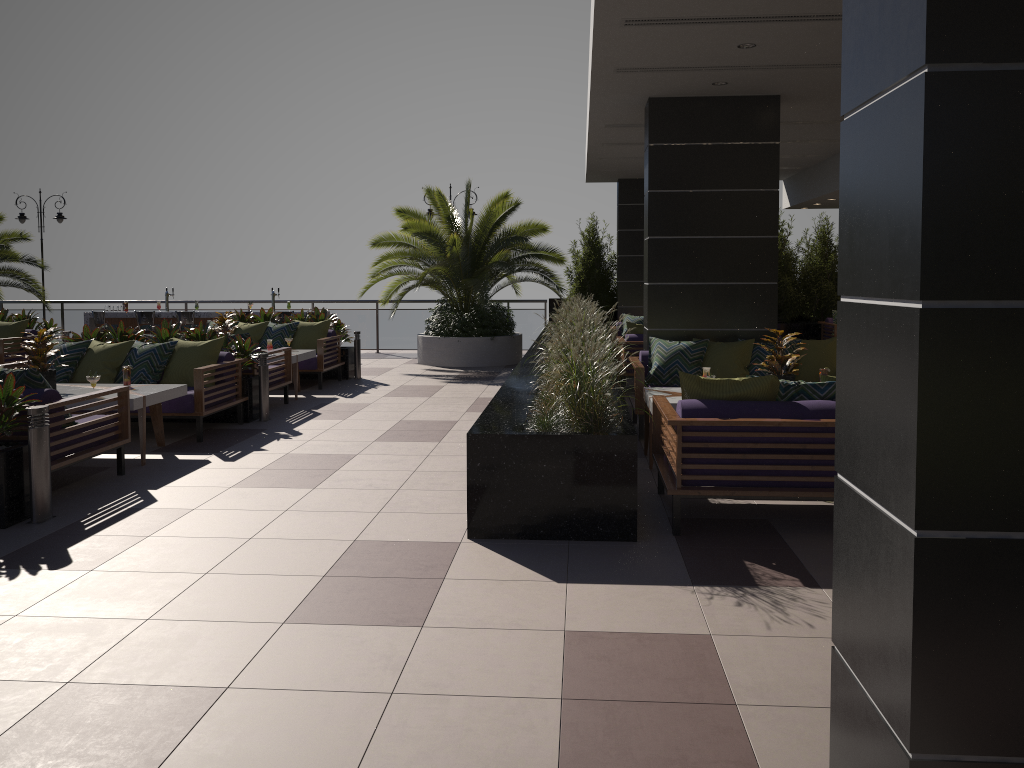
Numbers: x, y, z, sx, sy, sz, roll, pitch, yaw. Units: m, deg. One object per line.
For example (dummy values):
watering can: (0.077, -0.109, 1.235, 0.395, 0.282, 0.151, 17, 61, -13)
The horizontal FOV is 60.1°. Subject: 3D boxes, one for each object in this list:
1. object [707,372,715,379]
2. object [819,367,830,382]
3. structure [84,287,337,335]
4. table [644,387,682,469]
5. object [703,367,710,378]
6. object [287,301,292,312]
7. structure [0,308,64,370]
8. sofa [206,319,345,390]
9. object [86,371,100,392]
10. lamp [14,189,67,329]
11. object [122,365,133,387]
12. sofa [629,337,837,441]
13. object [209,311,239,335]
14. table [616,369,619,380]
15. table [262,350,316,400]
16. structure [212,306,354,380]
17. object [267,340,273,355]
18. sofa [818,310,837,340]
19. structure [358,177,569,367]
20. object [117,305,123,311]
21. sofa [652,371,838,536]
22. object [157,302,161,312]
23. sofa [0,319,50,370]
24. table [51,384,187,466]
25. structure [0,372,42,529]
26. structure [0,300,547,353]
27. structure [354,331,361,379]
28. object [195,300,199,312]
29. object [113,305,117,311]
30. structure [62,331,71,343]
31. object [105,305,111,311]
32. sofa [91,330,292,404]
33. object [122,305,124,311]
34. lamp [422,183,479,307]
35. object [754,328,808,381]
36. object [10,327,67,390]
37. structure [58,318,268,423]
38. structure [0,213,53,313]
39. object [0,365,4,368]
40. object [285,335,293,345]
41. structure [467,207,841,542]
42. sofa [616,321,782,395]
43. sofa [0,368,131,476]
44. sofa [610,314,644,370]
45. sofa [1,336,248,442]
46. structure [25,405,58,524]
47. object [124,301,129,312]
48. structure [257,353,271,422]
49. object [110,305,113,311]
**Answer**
object: (1.501, 0.014, 6.679, 0.069, 0.210, 0.069, -1, 4, -13)
object: (2.538, -0.039, 7.190, 0.084, 0.189, 0.067, 2, 4, 29)
structure: (-5.455, -1.089, 16.115, 4.400, 1.324, 0.808, 0, 4, 4)
table: (2.089, 0.366, 6.927, 2.036, 0.551, 0.946, 0, 6, 4)
object: (1.604, -0.044, 7.298, 0.069, 0.180, 0.069, -1, 4, -13)
object: (-3.957, -1.381, 15.713, 0.082, 0.197, 0.069, 3, 5, 41)
structure: (-7.973, -0.590, 13.505, 2.250, 1.168, 0.740, 0, 4, 6)
sofa: (-3.530, -0.444, 12.372, 2.125, 0.916, 1.124, 0, 5, 4)
object: (-3.341, -0.007, 7.068, 0.106, 0.196, 0.106, 3, 5, 37)
lamp: (-9.508, -2.291, 17.937, 1.122, 3.315, 0.265, 0, 3, 4)
object: (-3.306, -0.068, 7.610, 0.084, 0.189, 0.067, 2, 5, 34)
sofa: (2.210, 0.007, 8.406, 2.125, 0.916, 1.124, 0, 5, 4)
object: (-3.617, -0.655, 11.141, 0.425, 0.524, 0.432, 1, 5, 17)
table: (2.557, -0.351, 12.939, 2.036, 0.551, 0.946, 0, 6, 4)
table: (-3.617, -0.123, 11.210, 2.036, 0.551, 0.946, 0, 6, 4)
structure: (-3.467, -0.569, 13.189, 2.250, 1.168, 0.740, 0, 4, 6)
object: (-2.977, -0.453, 10.877, 0.069, 0.180, 0.069, -1, 4, -8)
sofa: (6.576, -0.848, 15.466, 2.125, 0.916, 1.124, 0, 5, 4)
structure: (-0.832, -2.033, 15.644, 3.809, 3.291, 3.760, -5, 7, -43)
object: (-7.233, -1.346, 16.325, 0.105, 0.208, 0.106, -2, 4, -20)
sofa: (1.982, 0.357, 5.471, 2.125, 0.916, 1.124, 0, 5, 4)
object: (-6.345, -1.386, 15.903, 0.069, 0.180, 0.069, -2, 4, -23)
sofa: (-7.988, -0.469, 12.718, 2.125, 0.916, 1.124, 0, 5, 4)
table: (-3.912, 0.328, 7.423, 2.036, 0.551, 0.946, 0, 6, 4)
structure: (-4.066, 0.347, 5.499, 2.250, 1.168, 0.740, 0, 4, 6)
structure: (-6.146, -0.132, 9.222, 12.915, 1.054, 17.585, 0, 7, 4)
structure: (-2.292, -0.430, 13.129, 0.100, 0.698, 0.181, 0, 4, 4)
object: (-5.644, -1.397, 15.848, 0.069, 0.210, 0.069, -1, 4, -13)
object: (-7.337, -1.353, 16.393, 0.105, 0.208, 0.106, -2, 4, -20)
structure: (-6.769, -0.455, 13.477, 0.100, 0.698, 0.181, 0, 4, 4)
object: (-7.462, -1.347, 16.340, 0.105, 0.208, 0.106, -2, 4, -20)
sofa: (-3.714, -0.169, 10.070, 2.125, 0.916, 1.124, 0, 5, 4)
object: (-7.213, -1.359, 16.432, 0.105, 0.208, 0.106, -2, 4, -20)
lamp: (-1.191, -2.244, 17.290, 1.122, 3.315, 0.265, 0, 3, 4)
object: (2.087, -0.170, 6.887, 0.430, 0.524, 0.426, 1, 5, 17)
object: (-3.915, -0.205, 7.367, 0.430, 0.524, 0.426, 2, 5, 22)
structure: (-3.765, -0.108, 9.327, 2.419, 1.169, 0.703, 0, 4, 6)
structure: (-10.592, -2.081, 16.346, 3.804, 3.291, 3.765, -3, 6, -28)
object: (-4.472, -0.074, 7.731, 0.069, 0.180, 0.069, 3, 5, 37)
object: (-2.909, -0.540, 11.535, 0.106, 0.196, 0.106, 3, 5, 37)
structure: (3.701, -0.756, 5.466, 7.816, 3.109, 24.844, 0, 7, 4)
sofa: (2.461, -0.377, 11.625, 2.125, 0.916, 1.124, 0, 5, 4)
sofa: (-3.993, 0.284, 6.267, 2.125, 0.916, 1.124, 0, 5, 4)
sofa: (2.660, -0.681, 14.181, 2.125, 0.916, 1.124, 0, 5, 4)
sofa: (-3.801, 0.010, 8.568, 2.125, 0.916, 1.124, 0, 5, 4)
structure: (-2.892, 0.488, 5.423, 0.100, 0.698, 0.181, 0, 4, 4)
object: (-6.946, -1.393, 15.946, 0.084, 0.189, 0.067, 2, 4, 29)
structure: (-2.594, 0.032, 9.254, 0.100, 0.698, 0.181, 0, 4, 4)
object: (-7.460, -1.360, 16.455, 0.105, 0.208, 0.106, -2, 4, -20)
